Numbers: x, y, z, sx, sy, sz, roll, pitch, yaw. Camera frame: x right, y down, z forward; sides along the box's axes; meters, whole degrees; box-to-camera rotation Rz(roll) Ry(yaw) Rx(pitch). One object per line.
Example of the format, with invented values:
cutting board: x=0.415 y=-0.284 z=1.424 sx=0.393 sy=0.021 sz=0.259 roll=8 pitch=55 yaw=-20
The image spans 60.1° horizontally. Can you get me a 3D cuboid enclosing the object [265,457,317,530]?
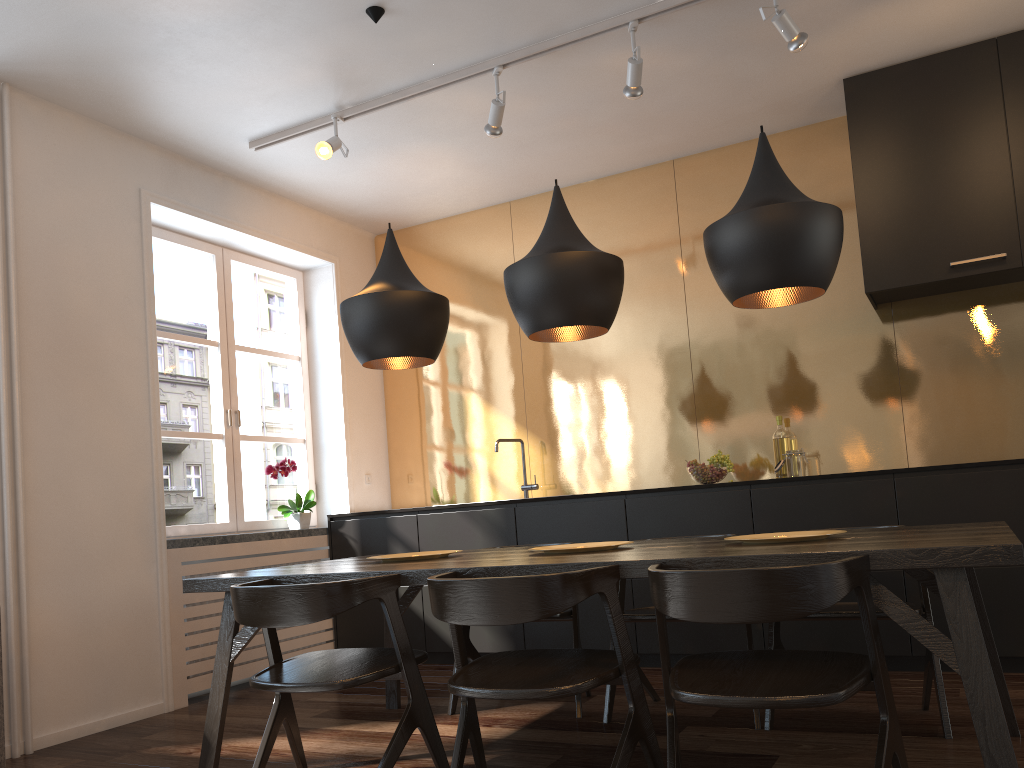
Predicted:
object: x=-1.287 y=0.641 z=5.218 sx=0.230 sy=0.434 sz=0.408 roll=-5 pitch=-6 yaw=3

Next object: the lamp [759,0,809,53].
lamp: x=1.774 y=-0.601 z=3.701 sx=1.833 sy=1.836 sz=0.089 roll=-1 pitch=-5 yaw=-29

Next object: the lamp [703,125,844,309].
lamp: x=0.789 y=-0.528 z=2.706 sx=0.410 sy=0.538 sz=0.414 roll=-3 pitch=-6 yaw=-15

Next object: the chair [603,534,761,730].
chair: x=0.673 y=0.940 z=3.438 sx=0.595 sy=0.667 sz=0.521 roll=-7 pitch=-6 yaw=25

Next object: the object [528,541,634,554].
object: x=0.232 y=0.551 z=2.972 sx=0.356 sy=0.016 sz=0.358 roll=-5 pitch=-8 yaw=8

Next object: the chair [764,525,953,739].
chair: x=1.211 y=0.860 z=3.161 sx=0.595 sy=0.667 sz=0.521 roll=-7 pitch=-6 yaw=26

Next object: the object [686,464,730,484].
object: x=1.006 y=0.466 z=4.522 sx=0.218 sy=0.096 sz=0.220 roll=-2 pitch=-8 yaw=-15

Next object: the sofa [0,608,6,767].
sofa: x=-2.404 y=0.905 z=1.606 sx=2.047 sy=0.667 sz=3.079 roll=-8 pitch=-9 yaw=27

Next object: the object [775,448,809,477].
object: x=1.427 y=0.406 z=4.515 sx=0.177 sy=0.150 sz=0.088 roll=-5 pitch=-5 yaw=4

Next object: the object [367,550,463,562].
object: x=-0.359 y=0.639 z=3.277 sx=0.357 sy=0.016 sz=0.357 roll=-9 pitch=-9 yaw=30

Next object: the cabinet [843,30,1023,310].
cabinet: x=2.601 y=-1.056 z=3.976 sx=1.963 sy=1.044 sz=0.533 roll=-8 pitch=-6 yaw=27

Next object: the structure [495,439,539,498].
structure: x=0.031 y=0.515 z=5.286 sx=0.110 sy=0.383 sz=0.266 roll=-8 pitch=-7 yaw=43

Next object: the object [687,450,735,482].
object: x=1.007 y=0.425 z=4.507 sx=0.240 sy=0.172 sz=0.179 roll=-6 pitch=-6 yaw=12

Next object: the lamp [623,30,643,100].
lamp: x=0.514 y=-1.324 z=3.636 sx=0.085 sy=0.238 sz=0.252 roll=-4 pitch=-6 yaw=-7

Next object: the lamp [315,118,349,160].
lamp: x=-0.851 y=-1.145 z=4.172 sx=0.085 sy=0.238 sz=0.252 roll=-5 pitch=-6 yaw=14

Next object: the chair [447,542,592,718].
chair: x=0.057 y=1.036 z=3.788 sx=0.595 sy=0.667 sz=0.521 roll=-7 pitch=-6 yaw=23

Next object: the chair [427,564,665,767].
chair: x=0.060 y=0.831 z=2.364 sx=0.595 sy=0.667 sz=0.521 roll=-7 pitch=-6 yaw=28

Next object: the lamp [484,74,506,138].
lamp: x=-0.056 y=-1.242 z=3.921 sx=0.085 sy=0.237 sz=0.253 roll=-2 pitch=-6 yaw=-22

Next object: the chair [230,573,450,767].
chair: x=-0.547 y=0.920 z=2.671 sx=0.595 sy=0.667 sz=0.521 roll=-7 pitch=-6 yaw=26

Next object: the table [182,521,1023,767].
table: x=0.254 y=0.890 z=2.907 sx=2.510 sy=0.675 sz=1.111 roll=-8 pitch=-8 yaw=27

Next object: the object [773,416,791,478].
object: x=1.433 y=0.338 z=4.695 sx=0.092 sy=0.337 sz=0.092 roll=-4 pitch=-4 yaw=-6

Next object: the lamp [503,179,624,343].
lamp: x=0.172 y=-0.436 z=3.025 sx=0.411 sy=0.538 sz=0.413 roll=-5 pitch=-6 yaw=3

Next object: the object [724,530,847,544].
object: x=0.822 y=0.463 z=2.667 sx=0.357 sy=0.016 sz=0.357 roll=-9 pitch=-9 yaw=30

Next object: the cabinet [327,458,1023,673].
cabinet: x=1.322 y=0.937 z=4.475 sx=5.082 sy=0.895 sz=0.735 roll=-8 pitch=-7 yaw=27

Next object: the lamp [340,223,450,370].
lamp: x=-0.446 y=-0.344 z=3.344 sx=0.410 sy=0.538 sz=0.414 roll=-1 pitch=-6 yaw=-29

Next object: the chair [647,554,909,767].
chair: x=0.602 y=0.751 z=2.085 sx=0.595 sy=0.667 sz=0.521 roll=-7 pitch=-6 yaw=25
